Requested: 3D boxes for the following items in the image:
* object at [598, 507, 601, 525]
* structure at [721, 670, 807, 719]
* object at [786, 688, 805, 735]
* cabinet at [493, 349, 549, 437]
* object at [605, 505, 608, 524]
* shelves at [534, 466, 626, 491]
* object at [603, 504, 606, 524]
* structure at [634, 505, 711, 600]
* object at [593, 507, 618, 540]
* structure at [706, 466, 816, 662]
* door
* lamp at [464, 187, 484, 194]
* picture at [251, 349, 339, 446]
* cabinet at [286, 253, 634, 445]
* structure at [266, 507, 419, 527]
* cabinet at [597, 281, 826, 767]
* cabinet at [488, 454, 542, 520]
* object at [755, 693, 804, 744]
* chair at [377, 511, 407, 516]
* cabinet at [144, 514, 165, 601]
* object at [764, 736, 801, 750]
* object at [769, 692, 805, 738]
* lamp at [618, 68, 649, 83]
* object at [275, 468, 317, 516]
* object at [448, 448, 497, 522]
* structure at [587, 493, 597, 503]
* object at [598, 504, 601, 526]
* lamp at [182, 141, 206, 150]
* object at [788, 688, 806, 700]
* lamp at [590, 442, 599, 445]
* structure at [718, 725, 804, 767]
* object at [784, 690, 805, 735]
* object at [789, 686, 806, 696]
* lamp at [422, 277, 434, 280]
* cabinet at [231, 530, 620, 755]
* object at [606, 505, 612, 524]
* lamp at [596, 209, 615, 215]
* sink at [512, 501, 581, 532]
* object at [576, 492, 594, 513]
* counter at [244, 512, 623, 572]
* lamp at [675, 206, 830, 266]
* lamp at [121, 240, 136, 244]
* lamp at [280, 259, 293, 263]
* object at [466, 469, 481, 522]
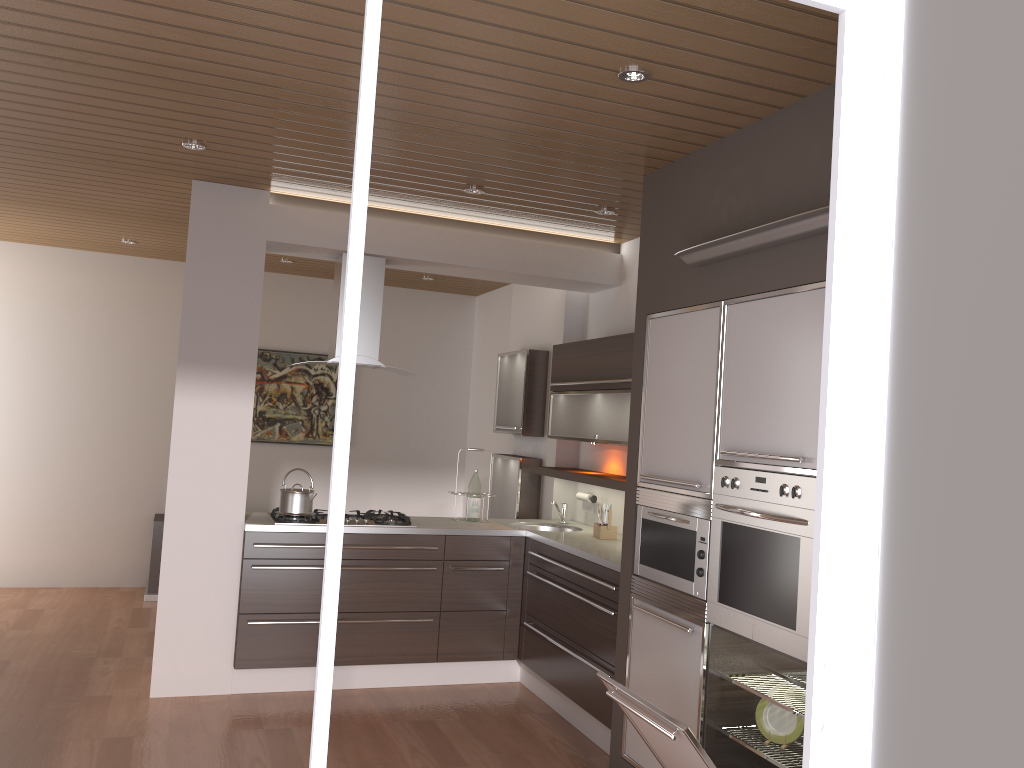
[{"bbox_3d":[0.506,0.791,5.078,0.044,0.178,0.019,1,-4,45],"label":"object"},{"bbox_3d":[1.117,1.118,3.173,0.479,0.012,0.583,5,-3,-20],"label":"structure"},{"bbox_3d":[1.017,1.221,3.286,0.177,0.173,0.042,2,-3,35],"label":"object"},{"bbox_3d":[-0.004,0.064,6.360,0.172,0.600,0.619,6,-3,-35],"label":"cabinet"},{"bbox_3d":[0.535,0.783,5.068,0.020,0.196,0.017,4,-3,3],"label":"object"},{"bbox_3d":[0.616,0.560,5.053,0.313,0.050,1.850,5,-3,-20],"label":"shelves"},{"bbox_3d":[0.526,0.783,5.076,0.018,0.196,0.022,5,-3,-19],"label":"object"},{"bbox_3d":[0.640,0.677,3.640,0.049,0.301,0.569,5,-3,-20],"label":"structure"},{"bbox_3d":[0.539,0.800,5.107,0.100,0.170,0.173,4,-3,-9],"label":"object"},{"bbox_3d":[0.840,0.595,3.081,0.066,0.583,0.582,5,-3,-20],"label":"structure"},{"bbox_3d":[-0.304,0.218,1.541,2.300,2.700,0.101,5,-3,-20],"label":"door"},{"bbox_3d":[-0.191,-1.007,4.524,0.102,0.055,0.102,1,-4,41],"label":"lamp"},{"bbox_3d":[-2.026,0.112,7.655,1.277,0.801,0.018,5,-3,-20],"label":"picture"},{"bbox_3d":[-0.135,-0.232,4.847,2.058,1.032,1.399,5,-3,-16],"label":"cabinet"},{"bbox_3d":[-0.987,0.765,5.124,0.797,0.047,0.494,5,-3,-20],"label":"structure"},{"bbox_3d":[0.924,0.649,3.111,1.047,1.948,1.796,5,-3,-20],"label":"cabinet"},{"bbox_3d":[-0.004,0.816,6.363,0.194,0.600,0.598,5,-3,-20],"label":"cabinet"},{"bbox_3d":[0.974,1.215,3.228,0.177,0.173,0.042,2,-3,35],"label":"object"},{"bbox_3d":[-1.034,1.313,6.090,0.491,0.847,0.608,2,-3,40],"label":"chair"},{"bbox_3d":[-2.063,1.423,7.317,1.740,0.608,0.540,5,-3,-20],"label":"cabinet"},{"bbox_3d":[0.996,1.306,3.258,0.073,0.009,0.190,2,-3,36],"label":"object"},{"bbox_3d":[0.988,1.217,3.247,0.177,0.173,0.042,2,-3,35],"label":"object"},{"bbox_3d":[0.404,-1.043,2.933,0.102,0.055,0.102,6,-3,-37],"label":"lamp"},{"bbox_3d":[-1.193,0.593,4.927,0.221,0.251,0.221,5,-3,-28],"label":"object"},{"bbox_3d":[-0.244,0.630,5.572,0.291,0.453,0.210,4,-3,-15],"label":"object"},{"bbox_3d":[0.493,0.721,5.628,0.087,0.049,0.237,5,-3,-20],"label":"structure"},{"bbox_3d":[0.500,0.777,5.051,0.042,0.192,0.040,2,-3,26],"label":"object"},{"bbox_3d":[-1.453,-1.111,4.054,0.102,0.055,0.102,6,-3,-37],"label":"lamp"},{"bbox_3d":[1.031,1.223,3.306,0.177,0.173,0.042,2,-3,35],"label":"object"},{"bbox_3d":[0.504,0.362,5.406,0.056,0.018,0.056,1,-4,41],"label":"lamp"},{"bbox_3d":[1.104,1.316,3.164,0.479,0.012,0.583,5,-3,-20],"label":"structure"},{"bbox_3d":[1.002,1.219,3.267,0.177,0.173,0.042,2,-3,35],"label":"object"},{"bbox_3d":[1.045,1.224,3.325,0.177,0.173,0.042,2,-3,35],"label":"object"},{"bbox_3d":[-0.703,-0.905,7.425,0.102,0.055,0.102,4,-3,-3],"label":"lamp"},{"bbox_3d":[-0.307,1.283,4.692,2.150,0.870,1.850,5,-3,-20],"label":"cabinet"},{"bbox_3d":[0.549,0.781,5.059,0.042,0.192,0.040,2,-3,28],"label":"object"},{"bbox_3d":[0.505,-0.950,4.783,0.102,0.055,0.102,3,-3,8],"label":"lamp"},{"bbox_3d":[0.205,0.901,5.501,0.450,0.347,0.494,4,-3,-14],"label":"sink"},{"bbox_3d":[0.462,0.753,5.631,0.053,0.119,0.165,5,-3,-21],"label":"object"},{"bbox_3d":[-0.277,0.832,4.713,2.150,0.036,1.850,5,-3,-20],"label":"counter"},{"bbox_3d":[0.869,-0.509,3.096,0.139,0.033,1.020,5,-3,-20],"label":"lamp"},{"bbox_3d":[-2.862,-1.083,6.622,0.102,0.055,0.102,6,-3,-37],"label":"lamp"},{"bbox_3d":[-1.782,-0.994,7.023,0.102,0.055,0.102,4,-3,-3],"label":"lamp"},{"bbox_3d":[-0.234,0.692,5.518,0.091,0.319,0.091,3,-3,15],"label":"object"}]
